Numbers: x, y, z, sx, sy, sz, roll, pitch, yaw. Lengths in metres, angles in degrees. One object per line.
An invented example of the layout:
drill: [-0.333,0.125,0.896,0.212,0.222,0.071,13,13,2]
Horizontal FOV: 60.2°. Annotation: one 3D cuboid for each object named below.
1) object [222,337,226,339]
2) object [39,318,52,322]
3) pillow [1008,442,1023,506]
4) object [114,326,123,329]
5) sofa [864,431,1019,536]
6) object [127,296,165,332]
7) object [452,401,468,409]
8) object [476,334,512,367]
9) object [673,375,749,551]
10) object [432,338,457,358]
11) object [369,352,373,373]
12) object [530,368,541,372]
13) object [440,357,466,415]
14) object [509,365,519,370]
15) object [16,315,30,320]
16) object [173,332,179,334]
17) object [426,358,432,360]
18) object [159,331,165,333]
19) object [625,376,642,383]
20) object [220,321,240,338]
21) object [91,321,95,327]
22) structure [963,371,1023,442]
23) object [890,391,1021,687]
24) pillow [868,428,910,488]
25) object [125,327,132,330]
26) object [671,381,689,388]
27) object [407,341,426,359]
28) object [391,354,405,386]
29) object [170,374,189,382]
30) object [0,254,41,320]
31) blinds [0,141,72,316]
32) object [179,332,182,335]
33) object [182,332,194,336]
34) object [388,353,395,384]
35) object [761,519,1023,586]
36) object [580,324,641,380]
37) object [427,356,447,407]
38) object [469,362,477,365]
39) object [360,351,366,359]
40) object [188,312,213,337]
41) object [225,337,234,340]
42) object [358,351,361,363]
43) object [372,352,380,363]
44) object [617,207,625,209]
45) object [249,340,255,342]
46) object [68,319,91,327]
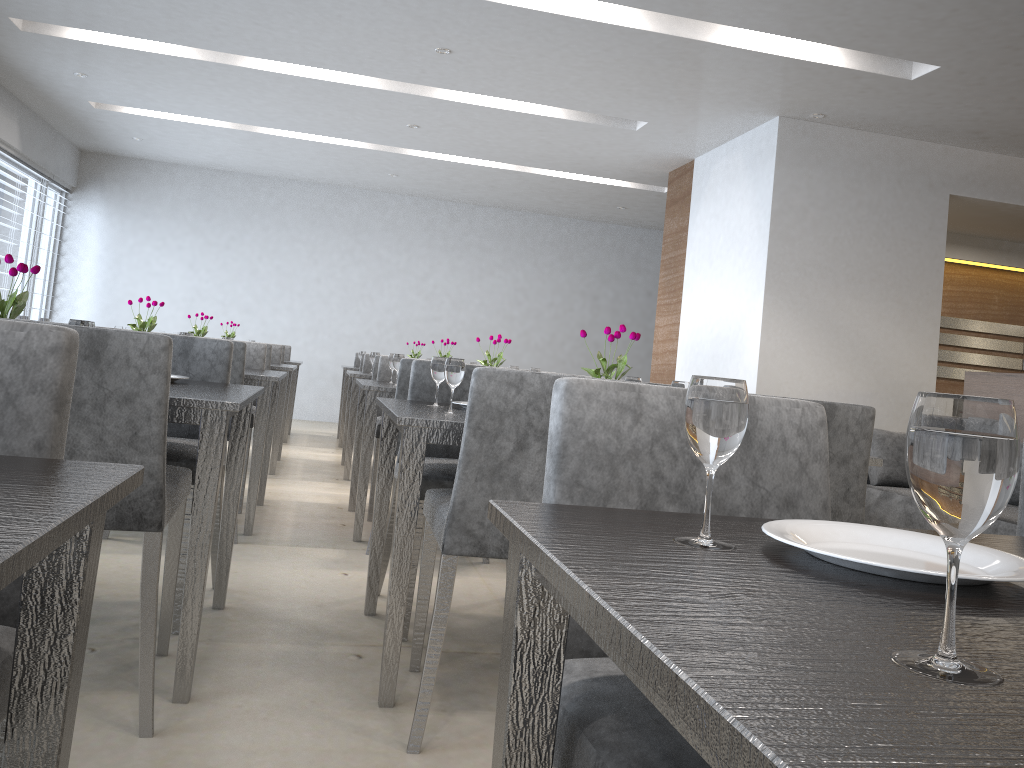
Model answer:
object: [-1.829,-0.229,5.623,0.053,0.140,0.053,4,-4,36]
object: [-2.033,-0.216,3.836,0.053,0.140,0.053,4,-3,30]
pillow: [2.489,0.443,4.435,0.181,0.321,0.638,6,0,-12]
object: [-2.329,-0.272,5.221,0.053,0.140,0.053,4,-4,36]
sofa: [2.566,0.656,3.180,0.834,0.630,3.797,6,1,-12]
object: [-1.568,-0.237,3.753,0.154,0.277,0.104,6,-3,-14]
object: [-0.069,0.069,2.551,0.216,0.015,0.217,6,1,-12]
object: [-0.092,-0.093,4.063,0.154,0.277,0.104,6,-3,-14]
object: [0.167,0.064,0.740,0.053,0.140,0.053,4,-4,36]
object: [-0.449,-0.160,5.734,0.154,0.277,0.104,6,-3,-14]
object: [-0.913,-0.139,5.791,0.053,0.140,0.053,4,-4,36]
object: [0.101,-0.004,4.020,0.053,0.140,0.053,4,-4,36]
object: [-0.147,0.005,2.210,0.053,0.140,0.053,4,-4,36]
object: [0.004,-0.018,4.245,0.053,0.140,0.053,4,-4,36]
object: [-1.972,-0.205,3.550,0.053,0.140,0.053,4,-3,30]
object: [-2.762,-0.353,7.244,0.053,0.140,0.053,4,-4,36]
object: [-0.728,-0.156,7.670,0.053,0.140,0.053,4,-4,36]
object: [-2.758,-0.347,6.945,0.053,0.140,0.053,4,-4,36]
object: [0.353,0.048,2.613,0.053,0.140,0.053,4,-4,36]
object: [-2.298,-0.374,7.164,0.154,0.277,0.104,6,-3,-14]
object: [-1.117,-0.095,2.296,0.053,0.140,0.053,4,-3,30]
structure: [3.092,0.514,3.303,0.223,1.010,3.772,6,1,-12]
object: [0.228,0.075,0.455,0.053,0.140,0.053,4,-4,36]
pillow: [2.173,0.413,4.749,0.559,0.307,0.188,6,-2,-11]
object: [-2.390,-0.283,5.506,0.053,0.140,0.053,4,-4,36]
object: [0.450,0.062,2.389,0.053,0.140,0.053,4,-4,36]
object: [-0.821,-0.230,7.474,0.154,0.277,0.104,6,-3,-14]
object: [-0.496,-0.061,3.842,0.053,0.140,0.053,4,-3,30]
object: [-0.977,-0.020,2.361,0.216,0.015,0.217,6,1,-12]
object: [-1.215,-0.170,2.099,0.154,0.277,0.104,6,-3,-14]
blinds: [-4.160,-0.902,7.041,0.045,2.049,3.649,6,0,-12]
object: [-1.471,-0.162,3.953,0.053,0.140,0.053,4,-3,30]
object: [-1.375,-0.148,3.728,0.053,0.140,0.053,4,-3,30]
object: [-0.557,-0.072,4.127,0.053,0.140,0.053,4,-4,36]
object: [0.319,0.142,0.736,0.216,0.015,0.217,5,1,-32]
object: [0.262,-0.027,2.409,0.154,0.277,0.104,6,-3,-14]
object: [-0.208,-0.007,2.496,0.053,0.140,0.053,4,-4,36]
object: [-0.255,-0.071,5.684,0.053,0.140,0.053,4,-4,36]
object: [-1.229,-0.199,7.267,0.053,0.140,0.053,4,-4,36]
object: [-1.926,-0.304,5.425,0.154,0.277,0.104,6,-3,-14]
object: [-1.732,-0.215,5.399,0.053,0.140,0.053,4,-4,36]
object: [-1.290,-0.210,7.552,0.053,0.140,0.053,4,-4,36]
object: [-0.852,-0.128,5.506,0.053,0.140,0.053,4,-4,36]
object: [1.115,-1.801,9.047,0.089,0.007,0.088,6,1,33]
object: [-2.104,-0.285,7.137,0.053,0.140,0.053,4,-4,36]
object: [-1.020,-0.081,2.071,0.053,0.140,0.053,4,-4,36]
